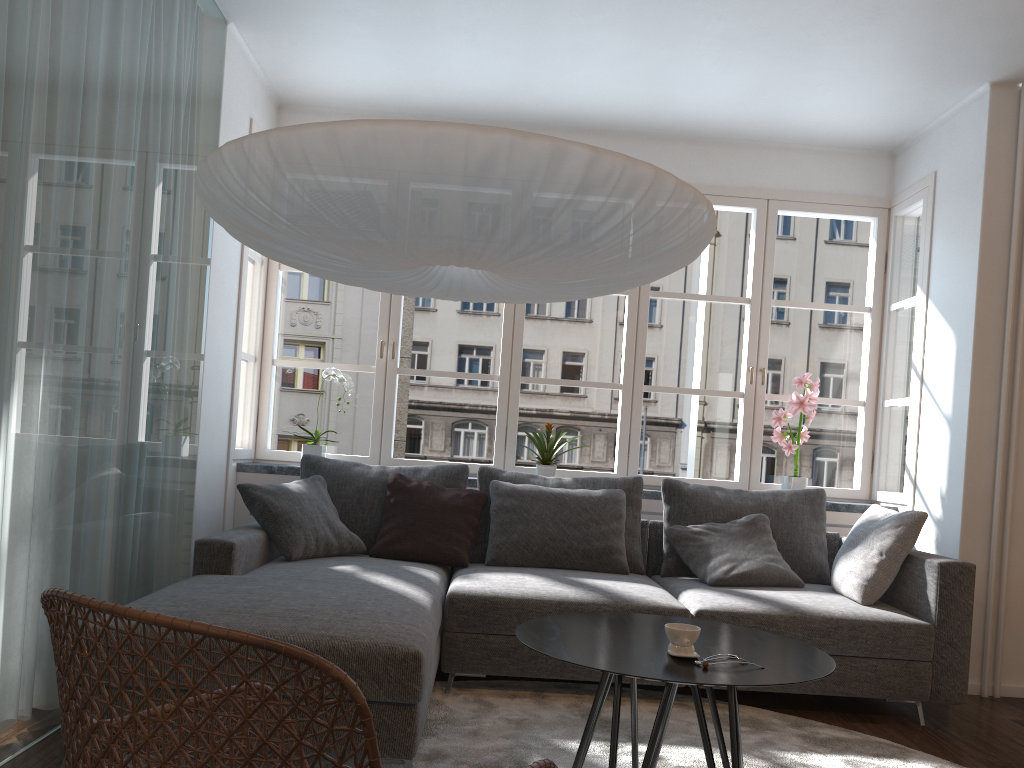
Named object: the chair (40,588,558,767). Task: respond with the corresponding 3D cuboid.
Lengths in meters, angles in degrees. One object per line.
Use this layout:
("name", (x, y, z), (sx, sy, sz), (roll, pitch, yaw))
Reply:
("chair", (-0.362, 0.685, 1.467), (0.717, 0.708, 0.688), (2, -3, 31))

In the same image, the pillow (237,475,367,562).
("pillow", (-0.934, 0.594, 3.963), (0.346, 0.359, 0.517), (2, -3, 38))

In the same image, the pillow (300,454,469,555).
("pillow", (-0.639, 0.601, 4.272), (0.836, 0.477, 0.275), (4, -1, -1))

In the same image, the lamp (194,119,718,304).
("lamp", (-0.157, -0.400, 2.586), (1.468, 0.209, 1.476), (1, -5, 35))

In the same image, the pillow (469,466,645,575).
("pillow", (0.229, 0.660, 4.307), (0.839, 0.474, 0.277), (4, -1, -1))

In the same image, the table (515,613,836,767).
("table", (0.415, 0.939, 2.404), (0.847, 0.472, 0.849), (4, -3, 1))

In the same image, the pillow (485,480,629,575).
("pillow", (0.217, 0.674, 4.164), (0.667, 0.397, 0.292), (4, -2, -2))

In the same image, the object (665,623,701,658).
("object", (0.433, 0.657, 2.253), (0.091, 0.069, 0.139), (3, -4, 10))

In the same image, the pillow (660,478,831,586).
("pillow", (1.140, 0.725, 4.322), (0.836, 0.476, 0.275), (4, -1, -1))

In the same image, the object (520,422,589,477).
("object", (0.219, 0.370, 4.757), (0.377, 0.328, 0.322), (5, -3, -26))

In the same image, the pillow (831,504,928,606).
("pillow", (1.557, 0.737, 3.874), (0.286, 0.414, 0.495), (4, -3, -2))

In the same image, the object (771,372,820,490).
("object", (1.538, 0.283, 4.806), (0.201, 0.690, 0.297), (4, -1, -22))

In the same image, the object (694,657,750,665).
("object", (0.522, 0.685, 2.193), (0.164, 0.016, 0.025), (6, -4, -27))

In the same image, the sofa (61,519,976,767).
("sofa", (0.284, 0.912, 3.432), (3.067, 0.670, 2.045), (4, -4, -2))

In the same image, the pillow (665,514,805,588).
("pillow", (1.023, 0.757, 4.078), (0.493, 0.321, 0.444), (5, -3, -20))

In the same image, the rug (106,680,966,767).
("rug", (0.272, 1.153, 2.303), (2.843, 0.012, 2.839), (6, -5, -22))

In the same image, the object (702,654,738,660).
("object", (0.529, 0.693, 2.250), (0.124, 0.010, 0.026), (7, -5, -35))

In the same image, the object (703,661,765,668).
("object", (0.542, 0.684, 2.155), (0.168, 0.015, 0.015), (5, -2, -14))

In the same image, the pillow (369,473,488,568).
("pillow", (-0.382, 0.630, 4.123), (0.521, 0.403, 0.311), (4, -2, 0))
